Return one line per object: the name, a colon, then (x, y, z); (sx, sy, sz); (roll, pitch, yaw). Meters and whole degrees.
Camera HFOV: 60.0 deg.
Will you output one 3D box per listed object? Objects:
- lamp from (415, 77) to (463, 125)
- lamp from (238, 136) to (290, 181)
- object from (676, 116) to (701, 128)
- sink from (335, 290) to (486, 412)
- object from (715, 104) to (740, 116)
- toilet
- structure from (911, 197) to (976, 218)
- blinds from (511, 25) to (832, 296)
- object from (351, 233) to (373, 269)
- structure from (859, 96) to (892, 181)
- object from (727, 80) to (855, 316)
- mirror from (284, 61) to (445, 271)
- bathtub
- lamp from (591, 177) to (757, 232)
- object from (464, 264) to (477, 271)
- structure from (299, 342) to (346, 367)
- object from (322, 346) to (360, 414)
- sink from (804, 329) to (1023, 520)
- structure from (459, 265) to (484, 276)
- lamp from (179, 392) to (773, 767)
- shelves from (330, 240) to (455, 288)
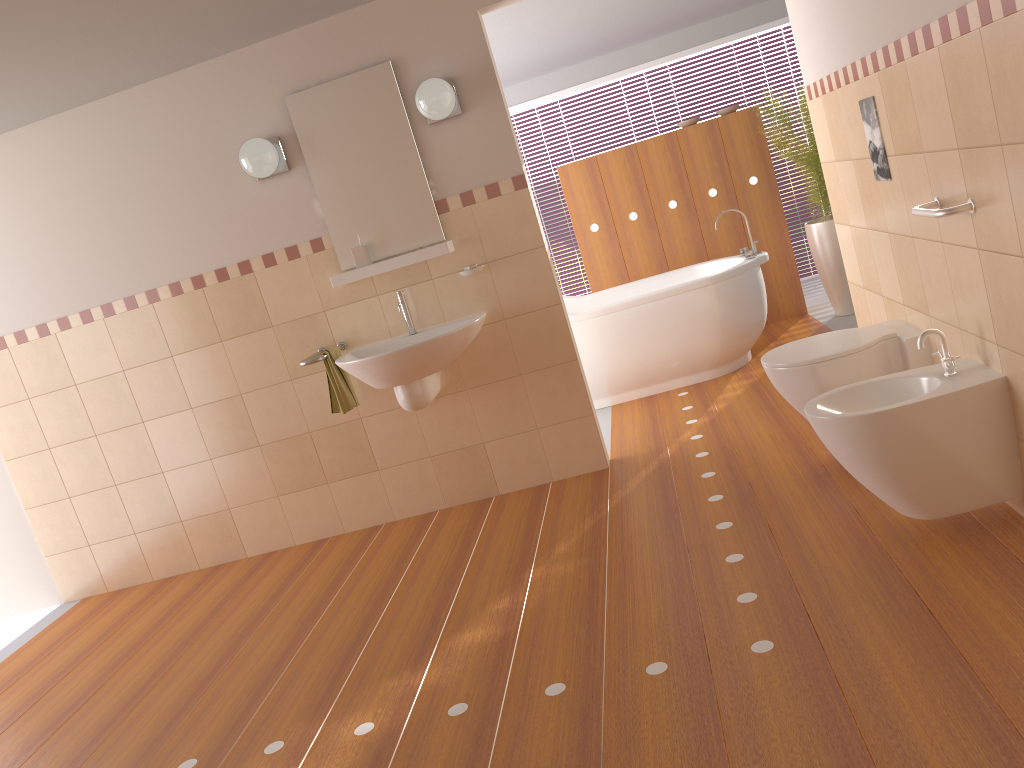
lamp: (-0.320, -1.205, 3.757); (0.173, 0.173, 0.209); (-15, 10, 10)
lamp: (-1.106, -0.993, 3.898); (0.173, 0.173, 0.209); (-15, 10, 10)
object: (1.224, -1.798, 6.124); (0.173, 0.046, 0.173); (-15, 10, 10)
sink: (-0.447, -0.134, 3.845); (0.683, 0.516, 0.539); (-15, 10, 10)
object: (1.483, -1.868, 6.077); (0.173, 0.046, 0.173); (-15, 10, 10)
toilet: (1.221, 0.034, 3.232); (0.534, 0.400, 0.375); (-15, 10, 10)
structure: (1.173, -0.480, 2.438); (0.091, 0.042, 0.295); (-15, 10, 10)
blinds: (0.936, -1.520, 7.643); (4.712, 2.022, 0.032); (-15, 10, 10)
object: (-0.682, -0.597, 3.966); (0.063, 0.149, 0.073); (-15, 10, 10)
structure: (1.218, -0.820, 2.979); (0.005, 0.279, 0.170); (-15, 10, 10)
object: (2.102, -1.222, 5.632); (0.683, 1.557, 1.335); (-8, 14, 42)
mirror: (-0.652, -0.956, 3.942); (0.502, 0.799, 0.008); (-15, 10, 10)
bathtub: (0.685, -0.421, 5.518); (1.874, 0.900, 0.888); (-15, 10, 10)
lamp: (1.111, -1.239, 6.126); (1.169, 0.052, 0.001); (-15, 10, 10)
object: (-0.186, -0.520, 3.956); (0.050, 0.023, 0.075); (-22, 11, -25)
structure: (-0.862, -0.128, 3.999); (0.142, 0.042, 0.333); (-15, 10, 10)
object: (-0.771, -0.021, 4.007); (0.085, 0.306, 0.181); (-12, 11, 26)
sink: (1.137, 0.122, 2.578); (0.515, 0.517, 0.335); (-15, 10, 10)
structure: (-0.182, -0.499, 3.959); (0.117, 0.029, 0.092); (-15, 10, 10)
lamp: (-0.673, 0.769, 3.939); (3.173, 0.001, 2.893); (-15, 10, 10)
shelves: (-0.534, -0.537, 3.969); (0.554, 0.050, 0.138); (-15, 10, 10)
